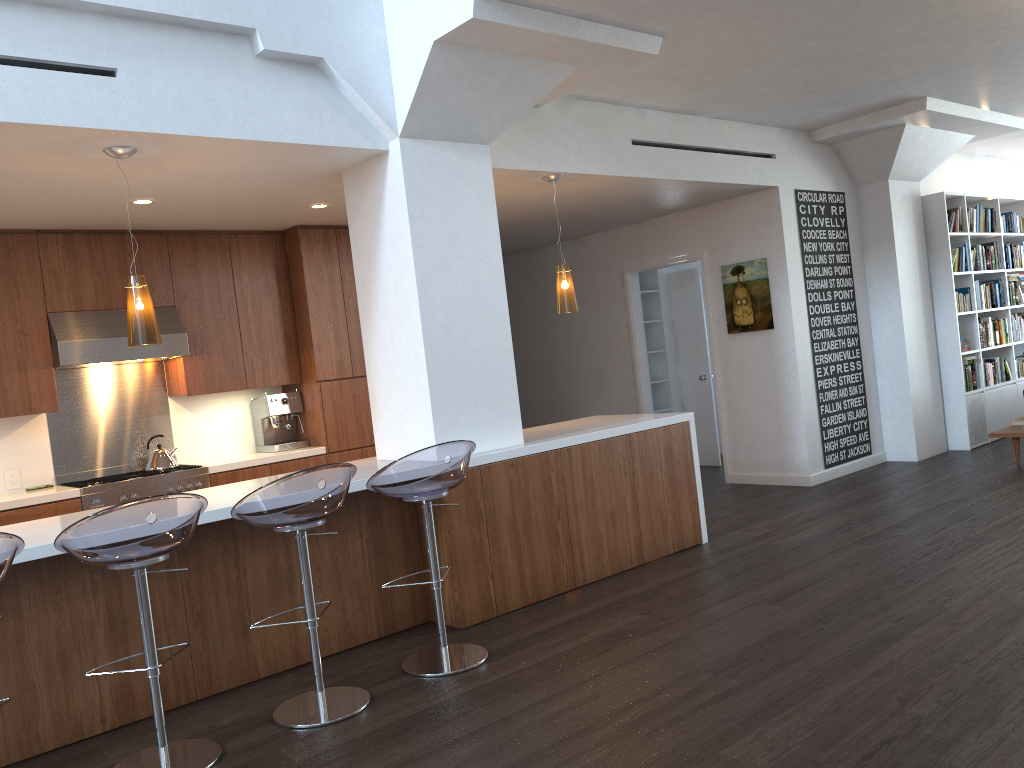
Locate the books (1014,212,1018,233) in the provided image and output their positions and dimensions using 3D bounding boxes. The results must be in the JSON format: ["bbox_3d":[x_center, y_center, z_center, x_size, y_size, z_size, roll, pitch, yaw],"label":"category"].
[{"bbox_3d":[5.278,-1.699,9.417,0.042,0.231,0.140,-8,2,-40],"label":"books"}]

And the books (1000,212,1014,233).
[{"bbox_3d":[5.206,-1.688,9.353,0.042,0.231,0.140,-8,2,-40],"label":"books"}]

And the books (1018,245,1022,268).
[{"bbox_3d":[5.305,-1.335,9.412,0.057,0.245,0.170,-8,2,-40],"label":"books"}]

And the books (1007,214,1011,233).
[{"bbox_3d":[5.146,-1.665,9.296,0.027,0.202,0.146,-8,2,-40],"label":"books"}]

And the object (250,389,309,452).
[{"bbox_3d":[-1.733,0.277,6.693,0.284,0.455,0.439,-8,2,-40],"label":"object"}]

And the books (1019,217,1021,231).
[{"bbox_3d":[5.367,-1.695,9.491,0.020,0.200,0.127,-8,2,-40],"label":"books"}]

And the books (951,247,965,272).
[{"bbox_3d":[4.242,-1.182,8.500,0.105,0.242,0.174,-8,2,-40],"label":"books"}]

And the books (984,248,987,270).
[{"bbox_3d":[4.651,-1.231,8.867,0.033,0.223,0.161,-8,2,-40],"label":"books"}]

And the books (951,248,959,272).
[{"bbox_3d":[4.157,-1.165,8.425,0.104,0.232,0.152,-8,2,-40],"label":"books"}]

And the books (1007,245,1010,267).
[{"bbox_3d":[5.048,-1.303,9.194,0.034,0.253,0.182,-8,2,-40],"label":"books"}]

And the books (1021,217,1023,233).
[{"bbox_3d":[5.419,-1.694,9.537,0.030,0.184,0.134,-8,2,-40],"label":"books"}]

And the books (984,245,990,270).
[{"bbox_3d":[4.676,-1.250,8.892,0.042,0.253,0.183,-8,2,-40],"label":"books"}]

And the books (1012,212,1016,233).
[{"bbox_3d":[5.240,-1.691,9.389,0.052,0.226,0.158,-8,2,-40],"label":"books"}]

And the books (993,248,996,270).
[{"bbox_3d":[4.802,-1.252,8.986,0.032,0.223,0.161,-8,2,-40],"label":"books"}]

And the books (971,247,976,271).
[{"bbox_3d":[4.430,-1.206,8.678,0.142,0.236,0.174,-8,2,-40],"label":"books"}]

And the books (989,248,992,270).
[{"bbox_3d":[4.734,-1.243,8.932,0.033,0.223,0.161,-8,2,-40],"label":"books"}]

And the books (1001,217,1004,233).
[{"bbox_3d":[5.000,-1.629,9.166,0.032,0.173,0.126,-8,2,-40],"label":"books"}]

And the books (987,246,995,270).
[{"bbox_3d":[4.769,-1.256,8.957,0.054,0.240,0.174,-8,2,-40],"label":"books"}]

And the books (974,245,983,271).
[{"bbox_3d":[4.559,-1.237,8.795,0.042,0.259,0.180,-8,2,-40],"label":"books"}]

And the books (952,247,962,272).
[{"bbox_3d":[4.208,-1.176,8.480,0.093,0.239,0.172,-8,2,-40],"label":"books"}]

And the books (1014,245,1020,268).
[{"bbox_3d":[5.272,-1.333,9.386,0.026,0.250,0.159,-8,2,-40],"label":"books"}]

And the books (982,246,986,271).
[{"bbox_3d":[4.623,-1.239,8.842,0.039,0.246,0.171,-8,2,-40],"label":"books"}]

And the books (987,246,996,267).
[{"bbox_3d":[4.818,-1.269,9.012,0.031,0.251,0.160,-8,2,-40],"label":"books"}]

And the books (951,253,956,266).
[{"bbox_3d":[4.079,-1.129,8.355,0.170,0.182,0.161,-8,2,-40],"label":"books"}]

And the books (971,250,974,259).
[{"bbox_3d":[4.394,-1.186,8.636,0.135,0.207,0.161,-8,2,-40],"label":"books"}]

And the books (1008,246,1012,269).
[{"bbox_3d":[5.083,-1.301,9.215,0.045,0.239,0.174,-8,2,-40],"label":"books"}]

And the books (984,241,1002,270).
[{"bbox_3d":[4.891,-1.299,9.065,0.053,0.291,0.176,-8,2,-40],"label":"books"}]

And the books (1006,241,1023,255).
[{"bbox_3d":[5.397,-1.371,9.495,0.053,0.290,0.176,-8,2,-40],"label":"books"}]

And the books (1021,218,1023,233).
[{"bbox_3d":[5.404,-1.689,9.515,0.021,0.178,0.128,-8,2,-40],"label":"books"}]

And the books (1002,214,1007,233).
[{"bbox_3d":[5.060,-1.653,9.229,0.027,0.202,0.146,-8,2,-40],"label":"books"}]

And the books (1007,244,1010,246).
[{"bbox_3d":[5.107,-1.314,9.267,0.060,0.259,0.180,-8,2,-40],"label":"books"}]

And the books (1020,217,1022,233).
[{"bbox_3d":[5.389,-1.687,9.500,0.022,0.178,0.128,-8,2,-40],"label":"books"}]

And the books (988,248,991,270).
[{"bbox_3d":[4.715,-1.240,8.905,0.032,0.223,0.161,-8,2,-40],"label":"books"}]

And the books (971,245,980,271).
[{"bbox_3d":[4.498,-1.225,8.735,0.042,0.253,0.183,-8,2,-40],"label":"books"}]

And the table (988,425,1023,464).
[{"bbox_3d":[4.631,0.469,7.192,0.853,0.271,1.100,-8,2,-40],"label":"table"}]

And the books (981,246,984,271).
[{"bbox_3d":[4.592,-1.237,8.819,0.039,0.251,0.160,-8,2,-40],"label":"books"}]

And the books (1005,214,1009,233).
[{"bbox_3d":[5.086,-1.656,9.240,0.027,0.202,0.146,-8,2,-40],"label":"books"}]

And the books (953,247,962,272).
[{"bbox_3d":[4.182,-1.170,8.444,0.112,0.235,0.172,-8,2,-40],"label":"books"}]

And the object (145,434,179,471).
[{"bbox_3d":[-2.452,0.468,6.177,0.222,0.235,0.222,-6,2,25],"label":"object"}]

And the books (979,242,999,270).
[{"bbox_3d":[4.841,-1.289,9.044,0.049,0.284,0.198,-8,2,-40],"label":"books"}]

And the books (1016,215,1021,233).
[{"bbox_3d":[5.343,-1.690,9.469,0.045,0.196,0.136,-8,2,-40],"label":"books"}]

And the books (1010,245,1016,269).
[{"bbox_3d":[5.158,-1.318,9.281,0.034,0.253,0.182,-8,2,-40],"label":"books"}]

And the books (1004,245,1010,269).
[{"bbox_3d":[5.029,-1.300,9.164,0.034,0.253,0.182,-8,2,-40],"label":"books"}]

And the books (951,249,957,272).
[{"bbox_3d":[4.133,-1.154,8.409,0.101,0.218,0.161,-8,2,-40],"label":"books"}]

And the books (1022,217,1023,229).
[{"bbox_3d":[5.440,-1.694,9.553,0.022,0.178,0.128,-8,2,-40],"label":"books"}]

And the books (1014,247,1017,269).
[{"bbox_3d":[5.207,-1.314,9.333,0.037,0.230,0.167,-8,2,-40],"label":"books"}]

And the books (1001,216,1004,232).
[{"bbox_3d":[5.020,-1.635,9.183,0.021,0.178,0.128,-8,2,-40],"label":"books"}]

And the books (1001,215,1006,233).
[{"bbox_3d":[5.040,-1.644,9.204,0.036,0.191,0.139,-8,2,-40],"label":"books"}]

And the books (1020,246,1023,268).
[{"bbox_3d":[5.346,-1.338,9.442,0.045,0.239,0.174,-8,2,-40],"label":"books"}]

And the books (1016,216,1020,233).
[{"bbox_3d":[5.314,-1.683,9.440,0.036,0.191,0.139,-8,2,-40],"label":"books"}]

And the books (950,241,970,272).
[{"bbox_3d":[4.304,-1.215,8.543,0.053,0.290,0.176,-8,2,-40],"label":"books"}]
